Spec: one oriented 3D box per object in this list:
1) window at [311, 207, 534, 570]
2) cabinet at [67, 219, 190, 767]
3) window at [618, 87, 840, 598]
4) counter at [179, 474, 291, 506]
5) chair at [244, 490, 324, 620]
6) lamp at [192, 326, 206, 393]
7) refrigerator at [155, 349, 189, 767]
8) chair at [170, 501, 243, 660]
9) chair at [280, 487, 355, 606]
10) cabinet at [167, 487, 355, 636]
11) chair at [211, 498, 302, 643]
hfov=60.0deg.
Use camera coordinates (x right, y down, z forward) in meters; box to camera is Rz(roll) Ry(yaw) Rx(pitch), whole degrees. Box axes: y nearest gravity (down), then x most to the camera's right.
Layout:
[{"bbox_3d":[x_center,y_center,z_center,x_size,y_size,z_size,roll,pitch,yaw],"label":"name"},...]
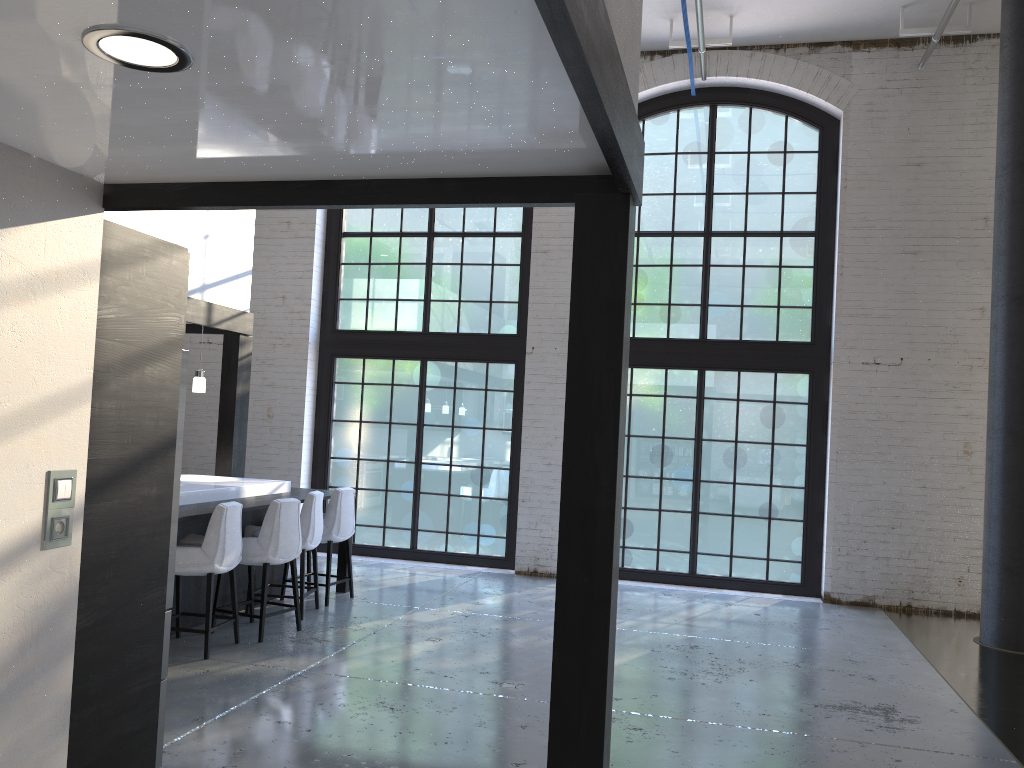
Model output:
[{"bbox_3d":[-0.957,-0.598,9.844,2.490,5.176,0.138,2,-2,14],"label":"window"},{"bbox_3d":[-3.120,0.508,5.639,4.274,2.314,4.234,2,-3,14],"label":"cabinet"},{"bbox_3d":[1.965,-0.481,9.120,2.490,5.176,0.138,2,-2,14],"label":"window"},{"bbox_3d":[-2.611,0.781,6.484,0.976,0.095,2.295,2,-3,14],"label":"counter"},{"bbox_3d":[-1.733,1.305,6.814,0.501,0.984,0.579,3,-2,5],"label":"chair"},{"bbox_3d":[-3.449,-0.276,7.532,1.948,0.623,0.124,2,-2,14],"label":"lamp"},{"bbox_3d":[-1.909,0.705,3.505,0.853,1.771,0.821,2,-2,14],"label":"refrigerator"},{"bbox_3d":[-2.018,1.234,5.660,0.501,0.984,0.579,3,-2,10],"label":"chair"},{"bbox_3d":[-1.597,1.340,7.388,0.501,0.984,0.580,2,-2,20],"label":"chair"},{"bbox_3d":[-2.389,1.299,6.655,1.370,0.910,2.693,2,-3,14],"label":"cabinet"},{"bbox_3d":[-1.756,1.272,6.162,0.501,0.984,0.580,2,-2,25],"label":"chair"}]
